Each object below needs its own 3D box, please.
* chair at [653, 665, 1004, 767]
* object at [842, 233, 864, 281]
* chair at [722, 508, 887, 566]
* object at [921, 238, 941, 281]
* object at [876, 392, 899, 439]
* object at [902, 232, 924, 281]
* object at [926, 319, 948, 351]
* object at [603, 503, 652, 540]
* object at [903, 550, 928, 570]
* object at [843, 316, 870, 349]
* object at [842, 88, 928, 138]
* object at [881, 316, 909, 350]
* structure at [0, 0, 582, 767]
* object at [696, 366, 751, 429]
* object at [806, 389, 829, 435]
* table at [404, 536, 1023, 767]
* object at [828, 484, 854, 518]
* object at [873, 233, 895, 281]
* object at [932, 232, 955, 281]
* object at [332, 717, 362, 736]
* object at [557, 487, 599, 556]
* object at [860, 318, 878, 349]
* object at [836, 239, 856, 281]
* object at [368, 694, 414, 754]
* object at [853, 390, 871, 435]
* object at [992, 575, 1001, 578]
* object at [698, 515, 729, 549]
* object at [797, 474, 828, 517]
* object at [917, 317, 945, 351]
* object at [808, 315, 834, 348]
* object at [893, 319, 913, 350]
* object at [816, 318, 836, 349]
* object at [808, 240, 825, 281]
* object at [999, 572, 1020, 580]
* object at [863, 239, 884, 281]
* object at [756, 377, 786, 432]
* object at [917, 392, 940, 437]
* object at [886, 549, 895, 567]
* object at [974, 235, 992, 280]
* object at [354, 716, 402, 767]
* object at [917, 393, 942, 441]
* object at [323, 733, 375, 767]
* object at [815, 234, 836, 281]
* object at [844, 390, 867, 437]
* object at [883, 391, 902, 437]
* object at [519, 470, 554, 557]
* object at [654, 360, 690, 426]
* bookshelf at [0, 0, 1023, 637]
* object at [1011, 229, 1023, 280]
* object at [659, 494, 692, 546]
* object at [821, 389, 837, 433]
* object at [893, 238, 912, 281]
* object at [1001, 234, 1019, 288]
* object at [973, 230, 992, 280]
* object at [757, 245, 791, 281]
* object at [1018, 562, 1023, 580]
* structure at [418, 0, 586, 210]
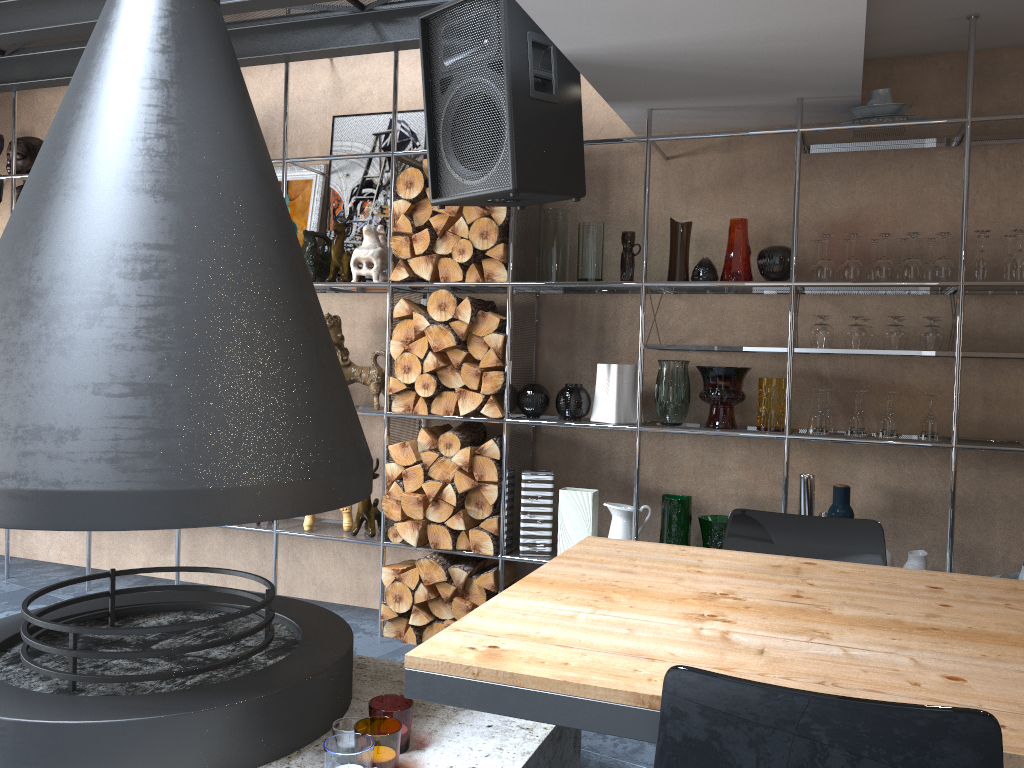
[{"bbox_3d":[0.482,0.810,1.406,0.527,0.825,0.599,2,2,21],"label":"chair"},{"bbox_3d":[1.270,-0.465,3.306,0.071,0.184,0.070,2,1,-4],"label":"object"},{"bbox_3d":[0.753,0.792,2.364,0.527,0.825,0.599,2,2,21],"label":"chair"},{"bbox_3d":[1.584,-0.456,3.359,0.071,0.184,0.070,2,1,-4],"label":"object"},{"bbox_3d":[1.396,0.115,3.289,0.081,0.170,0.081,2,2,16],"label":"object"},{"bbox_3d":[1.462,-0.457,3.235,0.071,0.184,0.070,2,1,-4],"label":"object"},{"bbox_3d":[1.605,-0.183,3.367,0.092,0.124,0.092,0,2,-44],"label":"object"},{"bbox_3d":[0.463,0.614,3.656,0.171,0.245,0.146,1,2,-39],"label":"object"},{"bbox_3d":[1.529,0.707,3.365,0.102,0.142,0.100,2,1,0],"label":"object"},{"bbox_3d":[1.294,-0.192,3.335,0.092,0.124,0.092,0,2,-44],"label":"object"},{"bbox_3d":[1.407,-1.027,3.362,0.311,0.164,0.322,2,2,9],"label":"object"},{"bbox_3d":[1.406,-0.186,3.256,0.092,0.124,0.092,0,2,-44],"label":"object"},{"bbox_3d":[-0.705,-1.692,2.351,1.689,5.700,1.197,2,2,21],"label":"structure"},{"bbox_3d":[0.834,0.053,3.518,0.216,0.244,0.218,2,2,11],"label":"object"},{"bbox_3d":[1.164,0.106,3.367,0.081,0.170,0.081,0,2,-44],"label":"object"},{"bbox_3d":[2.819,0.839,1.063,5.999,0.927,1.185,2,2,21],"label":"table"},{"bbox_3d":[1.290,0.582,3.487,0.099,0.372,0.099,1,2,-21],"label":"object"},{"bbox_3d":[1.375,-0.461,3.276,0.071,0.184,0.070,2,1,-4],"label":"object"},{"bbox_3d":[1.564,-0.453,3.214,0.071,0.184,0.070,2,1,-4],"label":"object"},{"bbox_3d":[-0.401,0.881,2.185,0.086,0.088,0.086,2,2,15],"label":"object"},{"bbox_3d":[0.276,0.585,3.704,0.148,0.287,0.092,2,2,21],"label":"object"},{"bbox_3d":[1.375,-0.192,3.453,0.092,0.124,0.092,0,2,-44],"label":"object"},{"bbox_3d":[1.300,-0.468,3.451,0.071,0.184,0.070,2,1,-4],"label":"object"},{"bbox_3d":[-0.309,0.867,2.255,0.114,0.117,0.114,2,2,6],"label":"object"},{"bbox_3d":[1.361,0.109,3.462,0.081,0.170,0.081,2,2,16],"label":"object"},{"bbox_3d":[1.883,0.751,3.208,0.311,0.058,0.308,3,2,29],"label":"object"},{"bbox_3d":[0.828,0.643,3.518,0.157,0.219,0.161,1,2,-23],"label":"object"},{"bbox_3d":[1.154,0.556,3.399,0.129,0.420,0.129,2,2,24],"label":"object"},{"bbox_3d":[1.526,-0.182,3.233,0.092,0.124,0.092,0,2,-44],"label":"object"},{"bbox_3d":[1.169,-0.196,3.351,0.092,0.124,0.092,0,2,-44],"label":"object"},{"bbox_3d":[1.492,-0.188,3.409,0.092,0.124,0.092,0,2,-44],"label":"object"},{"bbox_3d":[1.232,-0.198,3.507,0.092,0.124,0.092,0,2,-44],"label":"object"},{"bbox_3d":[1.206,-0.472,3.500,0.071,0.184,0.070,2,1,-4],"label":"object"},{"bbox_3d":[1.853,0.732,3.151,0.217,0.080,0.215,3,2,29],"label":"object"},{"bbox_3d":[1.399,-0.464,3.432,0.071,0.184,0.070,2,1,-4],"label":"object"},{"bbox_3d":[1.017,0.079,3.448,0.120,0.206,0.120,1,2,-22],"label":"object"},{"bbox_3d":[1.589,0.119,3.371,0.081,0.170,0.081,0,2,-44],"label":"object"},{"bbox_3d":[1.340,0.679,3.330,0.177,0.188,0.177,1,2,-28],"label":"object"},{"bbox_3d":[1.742,-0.452,3.285,0.060,0.191,0.060,0,2,-44],"label":"object"},{"bbox_3d":[-0.320,0.871,2.112,0.114,0.117,0.114,2,2,6],"label":"object"},{"bbox_3d":[1.526,0.121,3.232,0.081,0.170,0.081,0,2,-44],"label":"object"},{"bbox_3d":[-0.371,0.872,2.011,0.114,0.117,0.114,2,2,6],"label":"object"},{"bbox_3d":[1.183,-0.468,3.346,0.071,0.184,0.070,2,1,-4],"label":"object"},{"bbox_3d":[1.295,0.111,3.333,0.081,0.170,0.081,2,2,16],"label":"object"},{"bbox_3d":[1.458,0.114,3.409,0.081,0.170,0.081,2,2,16],"label":"object"},{"bbox_3d":[0.103,0.549,3.785,0.139,0.347,0.140,2,1,0],"label":"object"},{"bbox_3d":[0.647,0.036,3.575,0.144,0.264,0.142,1,2,-39],"label":"object"},{"bbox_3d":[1.429,-1.914,3.342,10.739,6.219,0.421,2,2,21],"label":"bookshelf"},{"bbox_3d":[1.788,-0.447,3.126,0.060,0.191,0.060,0,2,-44],"label":"object"},{"bbox_3d":[0.662,0.597,3.587,0.125,0.295,0.130,0,2,-45],"label":"object"},{"bbox_3d":[1.243,0.105,3.502,0.081,0.170,0.081,0,2,-44],"label":"object"},{"bbox_3d":[1.494,-0.460,3.385,0.071,0.184,0.070,2,1,-4],"label":"object"},{"bbox_3d":[1.825,-0.449,3.253,0.060,0.191,0.060,0,2,-44],"label":"object"},{"bbox_3d":[1.677,-0.451,3.167,0.060,0.191,0.060,0,2,-44],"label":"object"},{"bbox_3d":[1.022,-0.459,3.423,0.149,0.149,0.148,1,2,-26],"label":"object"},{"bbox_3d":[1.854,0.698,3.154,0.098,0.136,0.101,2,1,4],"label":"object"},{"bbox_3d":[-0.014,-1.009,3.229,0.506,0.744,0.460,0,2,-44],"label":"structure"}]
